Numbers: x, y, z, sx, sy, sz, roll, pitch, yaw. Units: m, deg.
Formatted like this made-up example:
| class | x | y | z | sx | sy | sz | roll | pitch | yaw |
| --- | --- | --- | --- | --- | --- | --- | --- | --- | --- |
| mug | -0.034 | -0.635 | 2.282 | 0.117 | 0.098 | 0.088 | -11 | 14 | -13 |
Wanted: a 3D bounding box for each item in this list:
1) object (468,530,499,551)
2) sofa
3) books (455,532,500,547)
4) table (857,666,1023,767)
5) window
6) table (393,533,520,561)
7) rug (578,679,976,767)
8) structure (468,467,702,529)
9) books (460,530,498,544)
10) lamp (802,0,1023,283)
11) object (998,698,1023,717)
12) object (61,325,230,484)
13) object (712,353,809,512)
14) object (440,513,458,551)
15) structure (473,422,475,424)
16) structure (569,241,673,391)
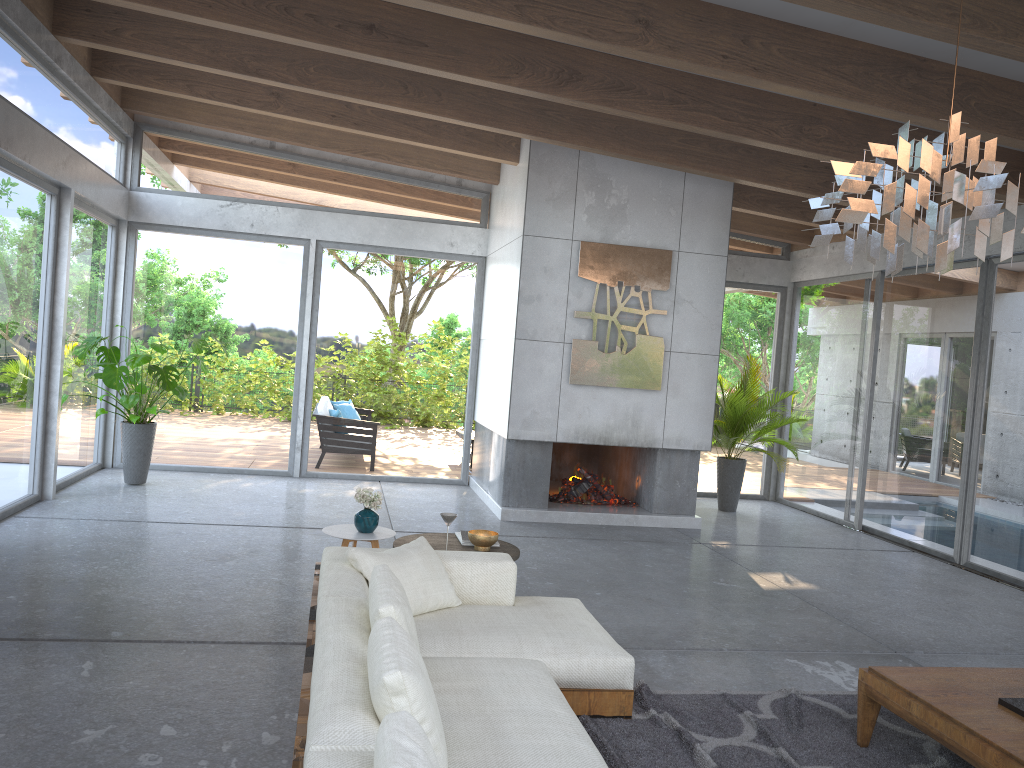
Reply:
| class | x | y | z | sx | sy | sz | roll | pitch | yaw |
| --- | --- | --- | --- | --- | --- | --- | --- | --- | --- |
| object | -0.165 | 0.889 | 5.014 | 0.173 | 0.097 | 0.173 | 3 | 2 | -32 |
| sofa | 0.302 | 1.172 | 2.893 | 1.965 | 0.777 | 3.733 | 4 | 2 | -11 |
| books | -0.208 | 0.919 | 5.253 | 0.220 | 0.015 | 0.303 | 4 | 2 | -11 |
| table | 2.084 | 1.430 | 3.341 | 1.048 | 0.352 | 1.112 | 4 | 2 | -11 |
| window | 2.170 | -0.252 | 2.989 | 14.294 | 3.764 | 23.280 | 4 | 2 | -11 |
| table | -0.332 | 1.144 | 5.062 | 0.725 | 0.441 | 0.725 | 6 | 2 | 41 |
| rug | 1.512 | 1.532 | 3.293 | 3.186 | 0.056 | 2.187 | 4 | 2 | -11 |
| structure | 0.691 | 1.019 | 9.597 | 2.012 | 0.595 | 2.203 | 4 | 2 | -11 |
| books | -0.199 | 0.906 | 5.252 | 0.205 | 0.012 | 0.290 | 4 | 2 | -6 |
| lamp | 1.336 | -1.051 | 2.983 | 0.862 | 1.400 | 0.636 | 6 | 2 | 36 |
| object | 2.088 | 0.994 | 3.345 | 0.346 | 0.518 | 0.379 | 4 | 2 | -11 |
| object | -3.725 | 0.198 | 8.823 | 1.416 | 1.540 | 1.731 | 5 | 2 | 8 |
| object | 2.516 | 0.525 | 10.024 | 1.484 | 1.819 | 1.798 | 4 | 2 | -4 |
| object | -0.354 | 0.820 | 4.862 | 0.099 | 0.212 | 0.099 | 5 | 2 | 20 |
| structure | -3.347 | 0.638 | 10.730 | 15.587 | 3.022 | 31.708 | 5 | 2 | 30 |
| structure | 1.037 | -0.640 | 8.445 | 0.919 | 1.351 | 0.041 | 4 | 2 | -11 |
